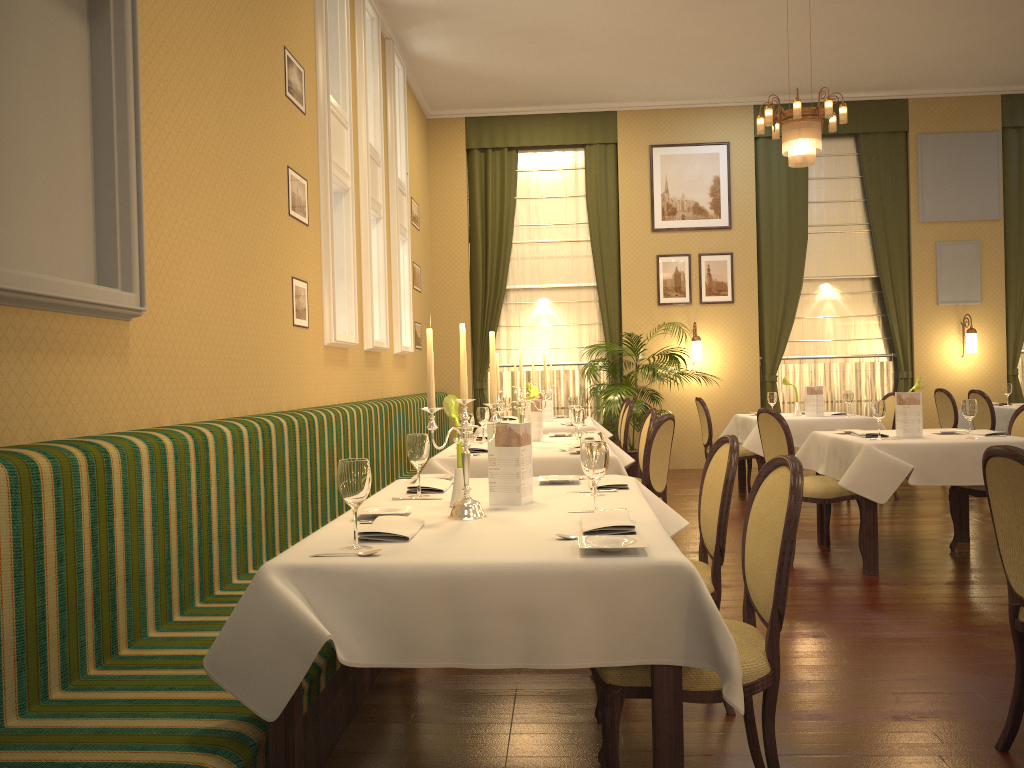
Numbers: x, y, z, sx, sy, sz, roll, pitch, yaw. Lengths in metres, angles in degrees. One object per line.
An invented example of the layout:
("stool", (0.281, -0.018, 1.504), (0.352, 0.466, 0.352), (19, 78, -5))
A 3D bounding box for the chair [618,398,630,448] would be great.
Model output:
("chair", (0.876, 0.617, 8.647), (0.571, 0.955, 0.530), (-1, 0, 3))

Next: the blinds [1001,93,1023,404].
("blinds", (6.831, -1.347, 10.621), (1.876, 4.537, 0.129), (-1, 0, 3))

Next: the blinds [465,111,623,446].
("blinds", (0.418, -1.184, 10.990), (1.934, 4.537, 0.225), (-1, 0, 2))

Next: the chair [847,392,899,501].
("chair", (3.250, 0.559, 8.149), (0.571, 0.955, 0.530), (-1, 0, 3))

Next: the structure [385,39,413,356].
("structure", (-1.159, -1.777, 8.727), (0.200, 2.985, 0.670), (-1, 0, 3))

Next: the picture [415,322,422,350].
("picture", (-1.044, -0.537, 9.892), (0.008, 0.294, 0.437), (-1, 0, 3))

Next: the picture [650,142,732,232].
("picture", (2.177, -2.403, 10.810), (0.966, 1.057, 0.027), (-1, 0, 3))

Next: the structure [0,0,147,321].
("structure", (-1.491, -1.778, 2.778), (0.200, 3.103, 0.956), (-1, 0, 3))

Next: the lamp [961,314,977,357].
("lamp", (5.374, -0.573, 10.500), (0.114, 0.513, 0.323), (-2, 0, -8))

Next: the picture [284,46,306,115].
("picture", (-1.327, -1.850, 5.427), (0.008, 0.294, 0.401), (-1, 0, 3))

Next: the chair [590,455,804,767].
("chair", (0.497, 0.678, 2.413), (0.571, 0.955, 0.530), (-1, 0, 3))

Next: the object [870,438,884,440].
("object", (2.212, 0.325, 5.247), (0.185, 0.010, 0.017), (-1, 0, 4))

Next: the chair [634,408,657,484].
("chair", (0.695, 0.644, 5.954), (0.571, 0.955, 0.530), (-1, 0, 3))

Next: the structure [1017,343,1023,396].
("structure", (6.830, -1.336, 10.741), (1.898, 4.511, 0.137), (-1, 0, 3))

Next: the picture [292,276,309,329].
("picture", (-1.293, -0.494, 5.420), (0.008, 0.294, 0.313), (-1, 0, 3))

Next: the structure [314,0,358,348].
("structure", (-1.295, -1.754, 6.266), (0.200, 2.985, 0.687), (-1, 0, 3))

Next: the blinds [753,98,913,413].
("blinds", (3.919, -1.273, 10.784), (1.878, 4.537, 0.129), (-1, 0, 3))

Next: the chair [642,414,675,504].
("chair", (0.655, 0.652, 5.141), (0.571, 0.955, 0.530), (-1, 1, 28))

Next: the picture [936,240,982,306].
("picture", (5.363, -1.332, 10.642), (0.512, 0.769, 0.027), (-1, 0, 3))

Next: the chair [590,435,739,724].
("chair", (0.545, 0.670, 3.247), (0.571, 0.955, 0.530), (-1, 0, 3))

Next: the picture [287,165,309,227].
("picture", (-1.308, -1.145, 5.433), (0.008, 0.294, 0.401), (-1, 0, 3))

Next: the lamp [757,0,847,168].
("lamp", (2.118, -2.517, 6.535), (0.593, 1.796, 0.593), (-1, 0, 1))

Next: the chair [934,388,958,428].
("chair", (4.697, 0.514, 9.153), (0.571, 0.955, 0.530), (-1, 0, 3))

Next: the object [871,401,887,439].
("object", (2.206, 0.215, 5.330), (0.088, 0.229, 0.088), (-2, 1, -45))

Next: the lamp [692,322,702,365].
("lamp", (2.185, -0.492, 10.678), (0.114, 0.513, 0.323), (-2, 0, -8))

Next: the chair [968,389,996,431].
("chair", (4.654, 0.521, 8.382), (0.571, 0.955, 0.530), (-1, 0, 3))

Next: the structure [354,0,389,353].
("structure", (-1.229, -1.765, 7.460), (0.200, 2.985, 0.661), (-1, 0, 3))

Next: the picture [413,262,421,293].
("picture", (-1.060, -1.189, 9.901), (0.008, 0.294, 0.504), (-1, 0, 3))

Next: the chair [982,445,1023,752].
("chair", (1.695, 0.646, 2.539), (0.571, 0.955, 0.530), (-1, 0, 3))

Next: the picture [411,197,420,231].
("picture", (-1.079, -1.893, 9.895), (0.008, 0.294, 0.504), (-1, 0, 3))

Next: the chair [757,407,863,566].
("chair", (1.861, 0.617, 5.584), (0.571, 0.955, 0.530), (-2, 0, -7))

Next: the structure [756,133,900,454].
("structure", (3.919, -1.261, 10.903), (1.900, 4.511, 0.134), (-1, 0, 3))

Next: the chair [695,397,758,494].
("chair", (2.013, 0.591, 8.269), (0.571, 0.955, 0.530), (-1, 0, 3))

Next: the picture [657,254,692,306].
("picture", (1.982, -1.274, 10.836), (0.412, 0.619, 0.022), (-1, 0, 3))

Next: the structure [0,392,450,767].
("structure", (-0.958, 0.671, 3.739), (0.850, 1.031, 14.516), (-1, 0, 3))

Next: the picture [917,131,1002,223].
("picture", (5.368, -2.484, 10.631), (0.966, 1.057, 0.027), (-1, 0, 3))

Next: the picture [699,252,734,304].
("picture", (2.490, -1.287, 10.807), (0.412, 0.619, 0.022), (-1, 0, 3))

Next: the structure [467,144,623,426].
("structure", (0.423, -1.173, 11.104), (1.942, 4.511, 0.123), (-1, 0, 3))

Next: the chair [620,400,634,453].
("chair", (0.796, 0.626, 7.808), (0.571, 0.955, 0.530), (-1, 0, 3))

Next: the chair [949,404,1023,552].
("chair", (3.103, 0.585, 5.485), (0.571, 0.955, 0.530), (-2, 0, -17))
